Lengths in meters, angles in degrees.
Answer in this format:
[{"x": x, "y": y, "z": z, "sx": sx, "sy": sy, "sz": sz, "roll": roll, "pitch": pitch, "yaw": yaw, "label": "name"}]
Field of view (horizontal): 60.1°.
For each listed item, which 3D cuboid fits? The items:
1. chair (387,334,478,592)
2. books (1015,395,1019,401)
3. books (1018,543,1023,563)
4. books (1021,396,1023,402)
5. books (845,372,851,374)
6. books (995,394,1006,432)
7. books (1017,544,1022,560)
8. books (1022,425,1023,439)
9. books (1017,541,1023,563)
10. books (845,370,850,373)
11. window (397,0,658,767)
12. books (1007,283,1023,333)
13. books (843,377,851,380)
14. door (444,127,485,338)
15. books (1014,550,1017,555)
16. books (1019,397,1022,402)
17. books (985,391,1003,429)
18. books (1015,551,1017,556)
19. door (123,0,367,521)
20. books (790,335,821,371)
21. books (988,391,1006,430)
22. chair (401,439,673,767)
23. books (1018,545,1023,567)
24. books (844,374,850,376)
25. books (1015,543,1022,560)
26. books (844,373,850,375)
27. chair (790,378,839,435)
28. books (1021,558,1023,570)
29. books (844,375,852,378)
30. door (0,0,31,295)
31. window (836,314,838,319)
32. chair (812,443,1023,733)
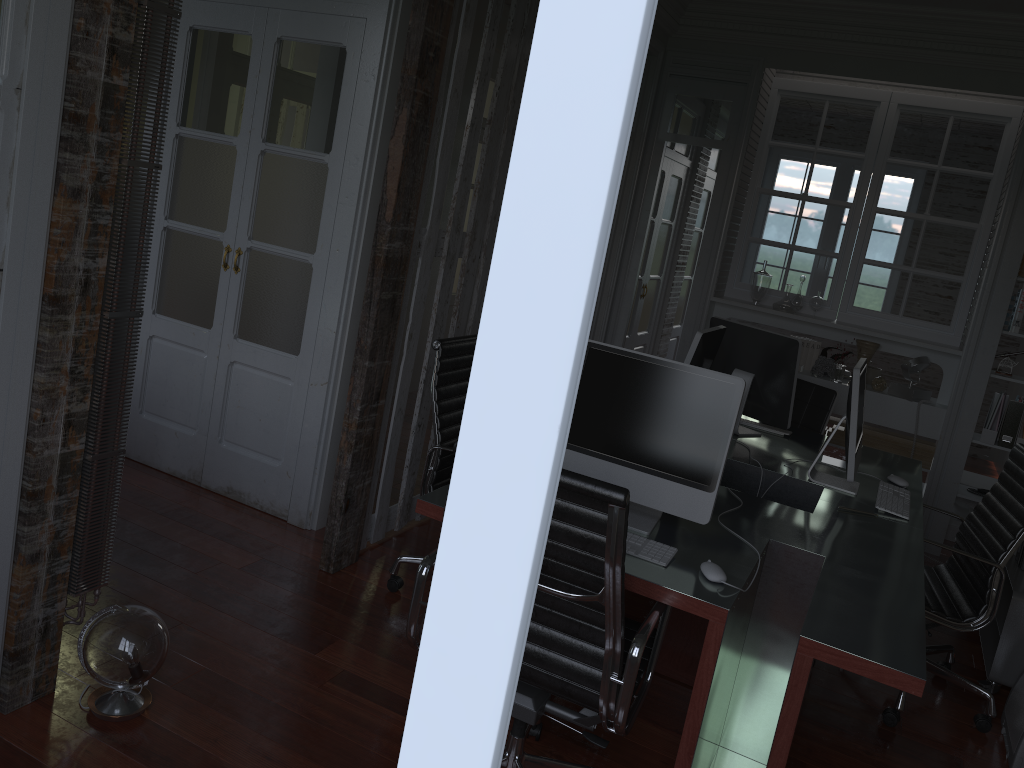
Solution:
[{"x": -0.043, "y": 0.379, "z": 3.396, "sx": 0.701, "sy": 1.014, "sz": 0.668, "roll": 14, "pitch": 10, "yaw": 17, "label": "chair"}, {"x": 2.899, "y": 0.211, "z": 5.162, "sx": 0.039, "sy": 0.286, "sz": 0.194, "roll": 16, "pitch": 11, "yaw": 27, "label": "books"}, {"x": 2.326, "y": 0.636, "z": 3.737, "sx": 0.260, "sy": 0.350, "sz": 0.071, "roll": 15, "pitch": 10, "yaw": 23, "label": "books"}, {"x": 2.930, "y": 0.221, "z": 5.145, "sx": 0.009, "sy": 0.286, "sz": 0.194, "roll": 15, "pitch": 11, "yaw": 27, "label": "books"}, {"x": 2.091, "y": -0.102, "z": 5.792, "sx": 0.168, "sy": 0.007, "sz": 0.192, "roll": 8, "pitch": 12, "yaw": -12, "label": "books"}, {"x": 2.863, "y": 0.198, "z": 5.196, "sx": 0.022, "sy": 0.286, "sz": 0.194, "roll": 16, "pitch": 11, "yaw": 30, "label": "books"}, {"x": 2.290, "y": 0.674, "z": 3.799, "sx": 0.163, "sy": 0.238, "sz": 0.054, "roll": 15, "pitch": 10, "yaw": 23, "label": "books"}, {"x": 2.977, "y": 0.228, "z": 5.131, "sx": 0.045, "sy": 0.280, "sz": 0.180, "roll": 16, "pitch": 11, "yaw": 28, "label": "books"}, {"x": 2.333, "y": 0.631, "z": 3.760, "sx": 0.259, "sy": 0.352, "sz": 0.050, "roll": 15, "pitch": 10, "yaw": 23, "label": "books"}, {"x": 2.092, "y": -0.109, "z": 5.792, "sx": 0.168, "sy": 0.007, "sz": 0.191, "roll": 10, "pitch": 12, "yaw": -5, "label": "books"}, {"x": -0.293, "y": -0.216, "z": 0.289, "sx": 1.535, "sy": 1.968, "sz": 0.127, "roll": 15, "pitch": 10, "yaw": 23, "label": "window"}, {"x": 2.953, "y": -0.444, "z": 5.157, "sx": 0.043, "sy": 0.284, "sz": 0.216, "roll": 15, "pitch": 10, "yaw": 22, "label": "books"}, {"x": 2.086, "y": -0.072, "z": 5.785, "sx": 0.180, "sy": 0.011, "sz": 0.248, "roll": 8, "pitch": 12, "yaw": -12, "label": "books"}, {"x": -0.301, "y": -1.076, "z": 7.495, "sx": 0.041, "sy": 2.069, "sz": 1.080, "roll": 15, "pitch": 10, "yaw": 22, "label": "door"}, {"x": 2.377, "y": 0.639, "z": 3.859, "sx": 0.267, "sy": 0.312, "sz": 0.025, "roll": 15, "pitch": 10, "yaw": 23, "label": "books"}, {"x": 2.917, "y": 0.220, "z": 5.149, "sx": 0.030, "sy": 0.280, "sz": 0.180, "roll": 16, "pitch": 11, "yaw": 27, "label": "books"}, {"x": 2.828, "y": 0.184, "z": 5.218, "sx": 0.037, "sy": 0.285, "sz": 0.194, "roll": 16, "pitch": 11, "yaw": 30, "label": "books"}, {"x": 2.367, "y": 0.647, "z": 3.839, "sx": 0.260, "sy": 0.302, "sz": 0.040, "roll": 15, "pitch": 10, "yaw": 23, "label": "books"}, {"x": -1.243, "y": -0.573, "z": 3.985, "sx": 1.063, "sy": 2.162, "sz": 0.041, "roll": 15, "pitch": 9, "yaw": 23, "label": "door"}, {"x": 1.897, "y": -0.201, "z": 5.780, "sx": 0.150, "sy": 0.192, "sz": 0.144, "roll": 9, "pitch": 10, "yaw": -11, "label": "books"}, {"x": 2.845, "y": 0.185, "z": 5.216, "sx": 0.038, "sy": 0.293, "sz": 0.180, "roll": 16, "pitch": 11, "yaw": 30, "label": "books"}, {"x": 0.061, "y": 0.628, "z": 2.304, "sx": 0.669, "sy": 1.014, "sz": 0.701, "roll": 16, "pitch": 11, "yaw": 27, "label": "chair"}, {"x": 2.316, "y": 0.639, "z": 3.709, "sx": 0.273, "sy": 0.351, "sz": 0.063, "roll": 15, "pitch": 10, "yaw": 23, "label": "books"}, {"x": 2.088, "y": -0.090, "z": 5.794, "sx": 0.168, "sy": 0.007, "sz": 0.192, "roll": 8, "pitch": 12, "yaw": -12, "label": "books"}, {"x": 2.309, "y": 0.661, "z": 3.824, "sx": 0.183, "sy": 0.260, "sz": 0.057, "roll": 15, "pitch": 10, "yaw": 23, "label": "books"}, {"x": 2.089, "y": -0.096, "z": 5.793, "sx": 0.168, "sy": 0.007, "sz": 0.192, "roll": 8, "pitch": 12, "yaw": -12, "label": "books"}, {"x": 1.282, "y": 0.414, "z": 4.705, "sx": 0.600, "sy": 0.912, "sz": 0.480, "roll": 4, "pitch": 12, "yaw": -36, "label": "chair"}, {"x": 2.280, "y": 0.673, "z": 3.691, "sx": 0.223, "sy": 0.280, "sz": 0.061, "roll": 15, "pitch": 10, "yaw": 23, "label": "books"}, {"x": 2.088, "y": -0.080, "z": 5.784, "sx": 0.180, "sy": 0.007, "sz": 0.248, "roll": 8, "pitch": 12, "yaw": -12, "label": "books"}, {"x": -1.440, "y": -0.113, "z": 1.614, "sx": 0.041, "sy": 2.164, "sz": 1.164, "roll": 15, "pitch": 10, "yaw": 22, "label": "door"}, {"x": 3.208, "y": -1.406, "z": 9.061, "sx": 1.547, "sy": 1.923, "sz": 0.127, "roll": 15, "pitch": 10, "yaw": 23, "label": "window"}, {"x": 1.568, "y": 0.692, "z": 3.381, "sx": 0.702, "sy": 1.014, "sz": 0.668, "roll": 14, "pitch": 10, "yaw": 18, "label": "chair"}]
